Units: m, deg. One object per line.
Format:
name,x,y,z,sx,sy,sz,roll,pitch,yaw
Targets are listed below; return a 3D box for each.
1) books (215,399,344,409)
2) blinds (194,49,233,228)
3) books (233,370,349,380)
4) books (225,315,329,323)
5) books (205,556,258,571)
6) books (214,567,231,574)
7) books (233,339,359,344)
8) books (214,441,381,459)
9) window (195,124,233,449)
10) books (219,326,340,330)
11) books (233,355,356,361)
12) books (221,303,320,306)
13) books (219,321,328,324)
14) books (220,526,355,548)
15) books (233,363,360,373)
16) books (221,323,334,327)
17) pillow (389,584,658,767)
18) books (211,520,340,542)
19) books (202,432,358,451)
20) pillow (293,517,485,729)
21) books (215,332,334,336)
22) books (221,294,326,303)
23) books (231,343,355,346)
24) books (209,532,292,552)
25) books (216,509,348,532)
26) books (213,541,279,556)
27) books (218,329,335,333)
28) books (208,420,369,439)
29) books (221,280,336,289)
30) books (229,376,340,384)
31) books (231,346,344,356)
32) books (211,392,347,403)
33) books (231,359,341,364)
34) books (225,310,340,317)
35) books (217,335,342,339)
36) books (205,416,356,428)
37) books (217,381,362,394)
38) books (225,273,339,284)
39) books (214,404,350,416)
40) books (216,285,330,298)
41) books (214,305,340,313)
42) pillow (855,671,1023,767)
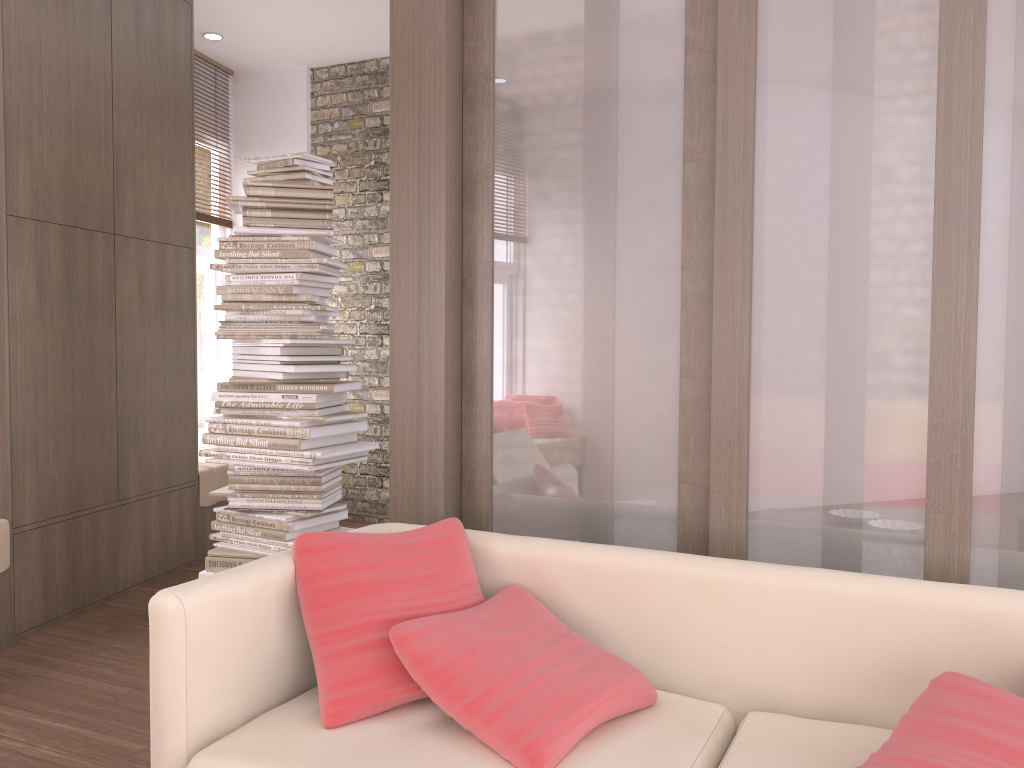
books,-0.997,0.082,3.844,0.442,0.025,0.346,1,3,11
blinds,-2.204,-1.680,5.807,0.042,1.138,1.373,1,3,13
books,-0.969,-0.045,3.865,0.322,0.030,0.435,-2,4,-44
books,-1.015,-0.283,3.870,0.379,0.028,0.297,0,3,1
books,-0.992,0.747,3.809,0.518,0.057,0.341,1,3,11
books,-1.113,0.930,3.528,0.218,0.363,0.246,1,3,11
books,-0.944,-0.185,3.837,0.326,0.018,0.500,-2,4,-44
books,-0.929,0.272,3.859,0.566,0.025,0.423,2,3,26
window,-2.299,-0.654,5.876,0.160,2.229,1.407,1,3,13
books,-0.997,-0.243,3.843,0.446,0.012,0.291,0,3,1
books,-0.951,-0.115,3.845,0.323,0.020,0.484,-2,4,-44
books,-1.035,-0.340,3.845,0.368,0.009,0.262,0,3,1
books,-1.028,-0.266,3.862,0.395,0.007,0.308,0,3,1
books,-0.963,0.643,3.839,0.468,0.021,0.350,2,3,31
books,-0.939,-0.074,3.830,0.317,0.030,0.524,-2,4,-44
books,-1.006,-0.256,3.851,0.412,0.011,0.308,0,3,1
pillow,0.027,0.654,2.044,0.467,0.224,0.507,2,3,38
books,-1.026,0.611,3.859,0.432,0.038,0.339,2,3,31
books,-1.006,0.234,3.877,0.522,0.046,0.410,2,3,26
pillow,-0.275,0.562,2.188,0.498,0.377,0.379,-1,3,-29
books,-1.021,-0.216,3.851,0.444,0.015,0.279,0,3,1
books,-1.023,-0.368,3.850,0.379,0.028,0.297,0,3,1
books,-0.957,-0.171,3.865,0.345,0.010,0.443,-2,4,-44
books,-1.014,0.666,3.863,0.506,0.023,0.330,2,3,31
books,-0.998,0.571,3.866,0.448,0.038,0.348,2,3,31
books,-0.995,0.687,3.821,0.448,0.013,0.350,2,3,31
books,-1.012,-0.230,3.850,0.432,0.013,0.288,0,3,1
books,-0.973,0.186,3.888,0.542,0.046,0.421,2,3,26
books,-1.010,-0.430,3.853,0.388,0.020,0.287,1,3,21
books,-0.992,-0.021,3.882,0.450,0.022,0.364,0,3,-14
books,-0.979,-0.146,3.862,0.308,0.036,0.417,-2,4,-44
books,-1.003,0.049,3.865,0.469,0.038,0.364,1,3,11
books,-0.986,-0.098,3.861,0.294,0.013,0.413,-2,4,-44
books,-0.991,-0.306,3.851,0.388,0.020,0.287,1,3,21
books,-0.997,-0.200,3.834,0.469,0.015,0.267,0,3,1
books,-1.001,0.153,3.873,0.510,0.020,0.399,2,3,26
books,-0.961,0.010,3.867,0.518,0.038,0.341,1,3,11
books,-0.989,-0.453,3.838,0.379,0.028,0.297,1,3,21
books,-0.995,0.109,3.880,0.469,0.028,0.368,1,3,11
books,-1.033,-0.401,3.857,0.379,0.039,0.297,1,3,21
books,-1.009,-0.325,3.843,0.467,0.020,0.283,0,3,1
pillow,0.812,0.685,1.478,0.467,0.224,0.507,-2,3,-37
